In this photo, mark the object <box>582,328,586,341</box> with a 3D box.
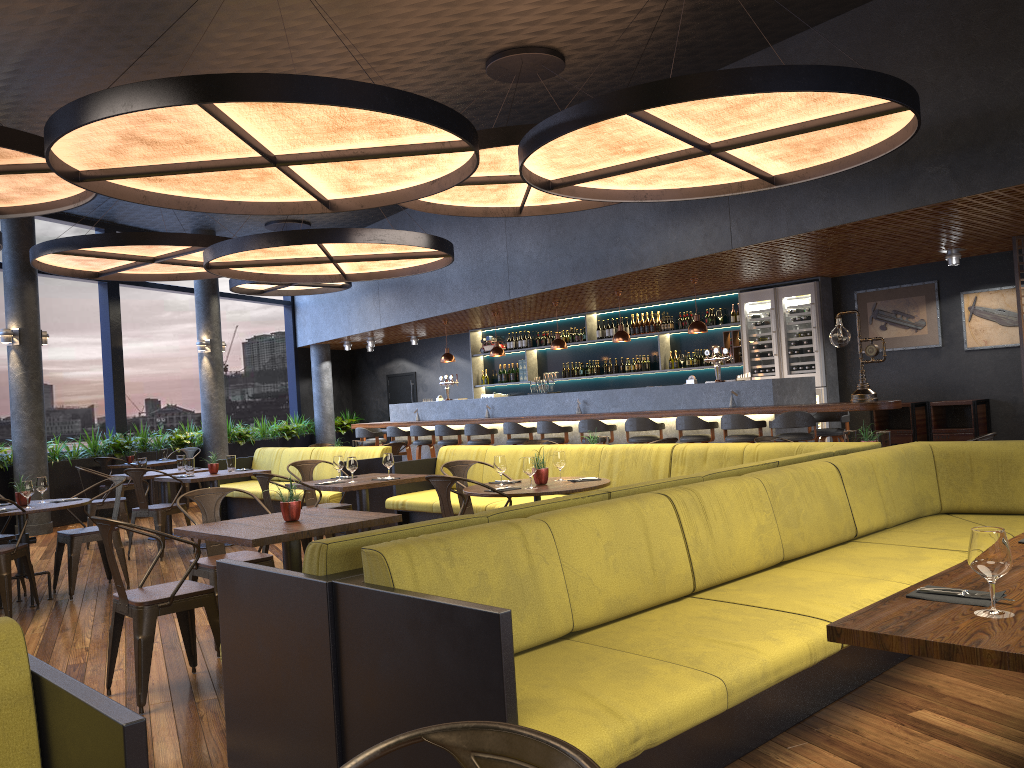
[{"bbox_3d":[1.210,-0.818,14.682,0.088,0.224,0.088,-3,-1,-29],"label":"object"}]

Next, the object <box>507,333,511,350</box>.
[{"bbox_3d":[-0.045,-0.760,15.970,0.085,0.310,0.086,-3,-1,-10],"label":"object"}]

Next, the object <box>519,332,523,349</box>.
[{"bbox_3d":[0.160,-0.776,15.758,0.085,0.310,0.086,-3,-1,-25],"label":"object"}]

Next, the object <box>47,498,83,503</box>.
[{"bbox_3d":[-3.613,0.937,7.144,0.157,0.019,0.255,-5,-1,45],"label":"object"}]

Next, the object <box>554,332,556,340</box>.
[{"bbox_3d":[0.752,-0.777,15.121,0.068,0.217,0.068,-4,-1,36],"label":"object"}]

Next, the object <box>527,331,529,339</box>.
[{"bbox_3d":[0.298,-0.785,15.748,0.085,0.310,0.086,-4,-1,-3],"label":"object"}]

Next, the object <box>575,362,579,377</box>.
[{"bbox_3d":[1.088,-0.240,14.929,0.063,0.254,0.063,-3,-1,-16],"label":"object"}]

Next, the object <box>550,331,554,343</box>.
[{"bbox_3d":[0.687,-0.787,15.367,0.063,0.254,0.063,-4,-1,-6],"label":"object"}]

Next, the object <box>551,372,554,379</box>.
[{"bbox_3d":[0.703,-0.143,15.308,0.084,0.119,0.084,-4,-1,1],"label":"object"}]

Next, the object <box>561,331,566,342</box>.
[{"bbox_3d":[0.871,-0.790,15.038,0.088,0.224,0.088,-5,-1,41],"label":"object"}]

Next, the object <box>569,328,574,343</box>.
[{"bbox_3d":[0.998,-0.815,14.910,0.063,0.254,0.063,-4,-1,4],"label":"object"}]

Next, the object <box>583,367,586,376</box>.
[{"bbox_3d":[1.186,-0.232,14.904,0.088,0.224,0.088,-4,-1,11],"label":"object"}]

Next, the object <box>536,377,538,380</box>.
[{"bbox_3d":[0.440,-0.093,15.506,0.042,0.059,0.042,-4,-1,8],"label":"object"}]

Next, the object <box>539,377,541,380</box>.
[{"bbox_3d":[0.483,-0.096,15.515,0.042,0.059,0.042,-4,-1,8],"label":"object"}]

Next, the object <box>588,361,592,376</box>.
[{"bbox_3d":[1.293,-0.258,14.667,0.063,0.254,0.063,-3,-1,-26],"label":"object"}]

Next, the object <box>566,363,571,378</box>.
[{"bbox_3d":[0.951,-0.231,14.988,0.063,0.254,0.063,-4,-1,33],"label":"object"}]

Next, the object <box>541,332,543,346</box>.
[{"bbox_3d":[0.546,-0.776,15.498,0.063,0.254,0.063,-4,-1,23],"label":"object"}]

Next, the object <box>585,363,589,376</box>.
[{"bbox_3d":[1.270,-0.239,14.849,0.088,0.224,0.088,-4,-1,21],"label":"object"}]

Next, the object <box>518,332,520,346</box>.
[{"bbox_3d":[0.154,-0.774,15.891,0.085,0.310,0.086,-3,-1,-16],"label":"object"}]

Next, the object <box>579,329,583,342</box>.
[{"bbox_3d":[1.161,-0.809,14.827,0.068,0.217,0.068,-3,-1,-39],"label":"object"}]

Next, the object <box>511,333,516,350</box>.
[{"bbox_3d":[0.017,-0.765,15.901,0.085,0.310,0.086,-3,-1,-16],"label":"object"}]

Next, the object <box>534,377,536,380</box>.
[{"bbox_3d":[0.401,-0.089,15.599,0.042,0.059,0.042,-4,-1,8],"label":"object"}]

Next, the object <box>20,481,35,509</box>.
[{"bbox_3d":[-3.678,0.840,6.734,0.097,0.206,0.097,-3,-1,-37],"label":"object"}]

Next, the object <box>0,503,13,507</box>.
[{"bbox_3d":[-4.115,0.968,7.094,0.255,0.019,0.157,-4,-1,24],"label":"object"}]

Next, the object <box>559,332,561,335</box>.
[{"bbox_3d":[0.825,-0.781,15.179,0.068,0.217,0.068,-3,-1,-24],"label":"object"}]

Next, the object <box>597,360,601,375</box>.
[{"bbox_3d":[1.426,-0.267,14.636,0.063,0.254,0.063,-4,-1,18],"label":"object"}]

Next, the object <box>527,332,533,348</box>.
[{"bbox_3d":[0.314,-0.771,15.601,0.083,0.301,0.083,-3,-1,-36],"label":"object"}]

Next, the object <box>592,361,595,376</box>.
[{"bbox_3d":[1.356,-0.261,14.717,0.063,0.254,0.063,-3,-1,-11],"label":"object"}]

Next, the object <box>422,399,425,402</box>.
[{"bbox_3d":[-1.549,0.292,15.542,0.042,0.059,0.042,-5,-1,44],"label":"object"}]

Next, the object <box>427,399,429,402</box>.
[{"bbox_3d":[-1.475,0.288,15.599,0.042,0.059,0.042,-5,-1,44],"label":"object"}]

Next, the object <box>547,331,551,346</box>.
[{"bbox_3d":[0.632,-0.786,15.266,0.063,0.254,0.063,-3,-1,-26],"label":"object"}]

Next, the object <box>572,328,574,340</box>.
[{"bbox_3d":[1.030,-0.815,15.041,0.063,0.254,0.063,-3,-1,-36],"label":"object"}]

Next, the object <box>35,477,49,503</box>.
[{"bbox_3d":[-3.792,0.855,7.157,0.097,0.206,0.097,-4,-1,18],"label":"object"}]

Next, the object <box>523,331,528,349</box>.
[{"bbox_3d":[0.229,-0.782,15.682,0.085,0.310,0.086,-3,-1,-10],"label":"object"}]

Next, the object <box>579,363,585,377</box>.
[{"bbox_3d":[1.169,-0.233,14.791,0.088,0.224,0.088,-3,-1,-29],"label":"object"}]

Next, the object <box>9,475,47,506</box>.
[{"bbox_3d":[-3.831,0.818,6.957,0.260,0.271,0.238,-4,-1,-5],"label":"object"}]

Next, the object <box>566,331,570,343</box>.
[{"bbox_3d":[0.953,-0.794,15.105,0.088,0.224,0.088,-5,-1,41],"label":"object"}]

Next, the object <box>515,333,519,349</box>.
[{"bbox_3d":[0.088,-0.768,15.963,0.085,0.310,0.086,-3,-1,-33],"label":"object"}]

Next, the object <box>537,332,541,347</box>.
[{"bbox_3d":[0.460,-0.772,15.432,0.063,0.254,0.063,-4,-1,28],"label":"object"}]

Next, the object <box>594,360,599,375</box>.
[{"bbox_3d":[1.382,-0.266,14.563,0.063,0.254,0.063,-4,-1,-2],"label":"object"}]

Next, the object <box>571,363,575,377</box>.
[{"bbox_3d":[1.031,-0.235,15.047,0.063,0.254,0.063,-4,-1,3],"label":"object"}]

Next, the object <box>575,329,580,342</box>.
[{"bbox_3d":[1.089,-0.805,14.768,0.068,0.217,0.068,-4,-1,31],"label":"object"}]

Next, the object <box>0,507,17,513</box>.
[{"bbox_3d":[-3.802,0.940,6.616,0.157,0.019,0.255,-4,-1,-1],"label":"object"}]

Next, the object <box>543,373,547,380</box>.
[{"bbox_3d":[0.585,-0.134,15.432,0.084,0.119,0.084,-4,-1,1],"label":"object"}]

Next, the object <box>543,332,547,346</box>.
[{"bbox_3d":[0.561,-0.779,15.368,0.063,0.254,0.063,-4,-1,18],"label":"object"}]

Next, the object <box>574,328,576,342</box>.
[{"bbox_3d":[1.070,-0.819,14.962,0.063,0.254,0.063,-3,-1,-16],"label":"object"}]

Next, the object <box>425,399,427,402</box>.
[{"bbox_3d":[-1.515,0.290,15.574,0.042,0.059,0.042,-5,-1,44],"label":"object"}]

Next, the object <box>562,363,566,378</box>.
[{"bbox_3d":[0.882,-0.225,15.060,0.063,0.254,0.063,-4,-1,18],"label":"object"}]

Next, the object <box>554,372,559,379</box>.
[{"bbox_3d":[0.763,-0.148,15.245,0.084,0.119,0.084,-4,-1,1],"label":"object"}]

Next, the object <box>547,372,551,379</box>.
[{"bbox_3d":[0.644,-0.138,15.371,0.084,0.119,0.084,-4,-1,1],"label":"object"}]

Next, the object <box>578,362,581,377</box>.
[{"bbox_3d":[1.149,-0.243,14.992,0.063,0.254,0.063,-4,-1,18],"label":"object"}]

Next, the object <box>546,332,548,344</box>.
[{"bbox_3d":[0.612,-0.782,15.434,0.063,0.254,0.063,-4,-1,18],"label":"object"}]
